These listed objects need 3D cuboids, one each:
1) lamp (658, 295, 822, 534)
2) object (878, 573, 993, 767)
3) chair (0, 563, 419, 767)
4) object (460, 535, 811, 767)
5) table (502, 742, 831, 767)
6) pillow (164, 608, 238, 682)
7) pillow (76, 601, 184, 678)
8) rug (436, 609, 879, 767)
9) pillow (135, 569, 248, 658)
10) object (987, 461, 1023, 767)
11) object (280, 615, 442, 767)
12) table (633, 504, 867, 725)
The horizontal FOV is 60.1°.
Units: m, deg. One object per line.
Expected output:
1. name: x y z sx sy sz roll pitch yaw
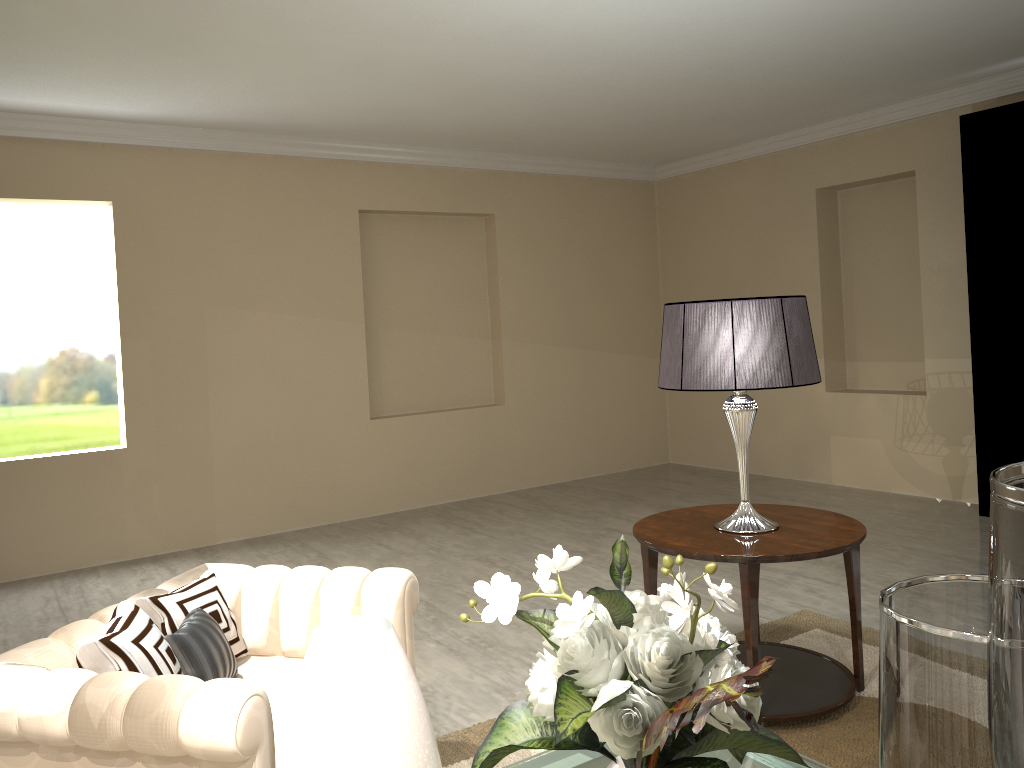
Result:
1. lamp: 0.683 0.087 2.657 0.474 0.681 0.475 -2 2 31
2. object: 0.532 0.489 0.962 0.237 0.504 0.236 -4 1 -36
3. chair: -0.672 0.777 1.972 0.733 0.551 0.851 -2 3 16
4. object: 0.214 0.454 1.330 0.511 0.474 0.547 -5 3 -33
5. table: 0.299 0.918 1.102 1.059 0.344 1.300 -5 4 -34
6. pillow: -0.704 0.625 1.999 0.127 0.187 0.238 -3 2 2
7. pillow: -0.779 0.609 1.846 0.183 0.248 0.281 -3 2 -11
8. rug: 0.837 1.004 1.376 2.676 0.022 2.970 -6 4 -34
9. pillow: -0.771 0.597 2.160 0.164 0.223 0.252 -3 2 19
10. object: 0.531 0.415 0.706 0.251 0.682 0.250 -4 1 -29
11. object: -0.233 0.566 1.357 0.252 0.385 0.252 -4 2 -39
12. table: 0.716 0.677 2.661 0.675 0.498 0.674 -5 3 -36
